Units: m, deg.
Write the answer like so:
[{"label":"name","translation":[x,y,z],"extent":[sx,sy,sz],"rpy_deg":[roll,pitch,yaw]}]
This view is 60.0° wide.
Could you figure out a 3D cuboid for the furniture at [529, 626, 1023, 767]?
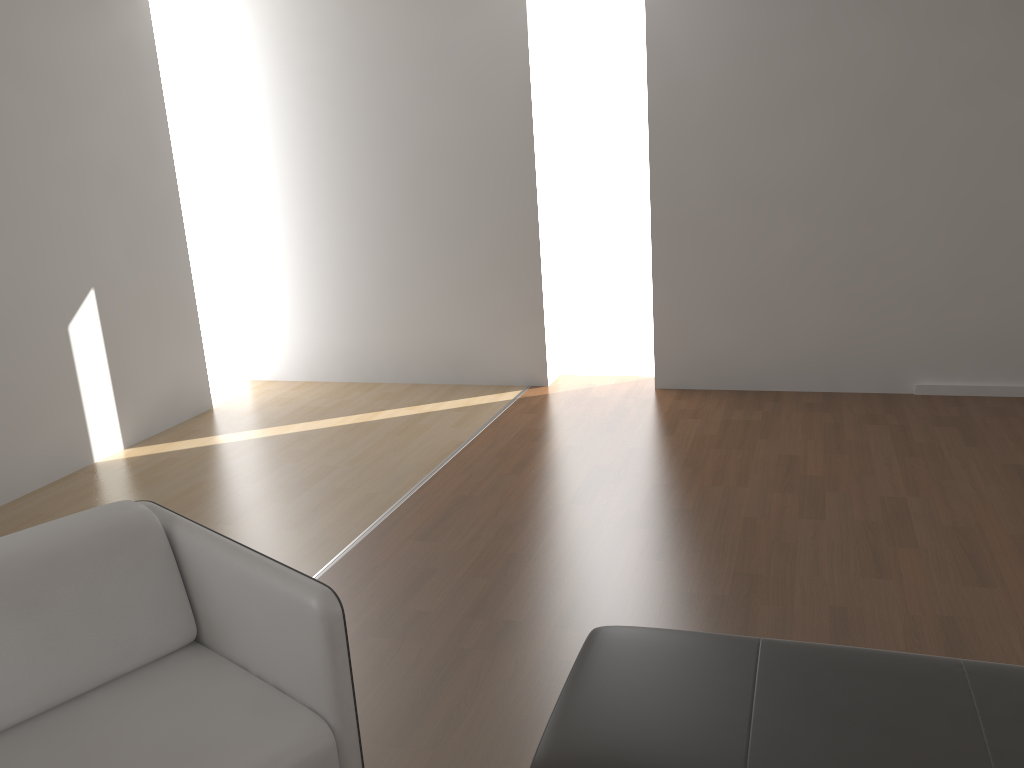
[{"label":"furniture","translation":[0.728,0.818,1.850],"extent":[1.291,0.301,0.685],"rpy_deg":[1,16,19]}]

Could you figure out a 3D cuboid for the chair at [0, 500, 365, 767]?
[{"label":"chair","translation":[-0.918,0.726,1.937],"extent":[0.919,0.661,0.767],"rpy_deg":[10,20,42]}]
